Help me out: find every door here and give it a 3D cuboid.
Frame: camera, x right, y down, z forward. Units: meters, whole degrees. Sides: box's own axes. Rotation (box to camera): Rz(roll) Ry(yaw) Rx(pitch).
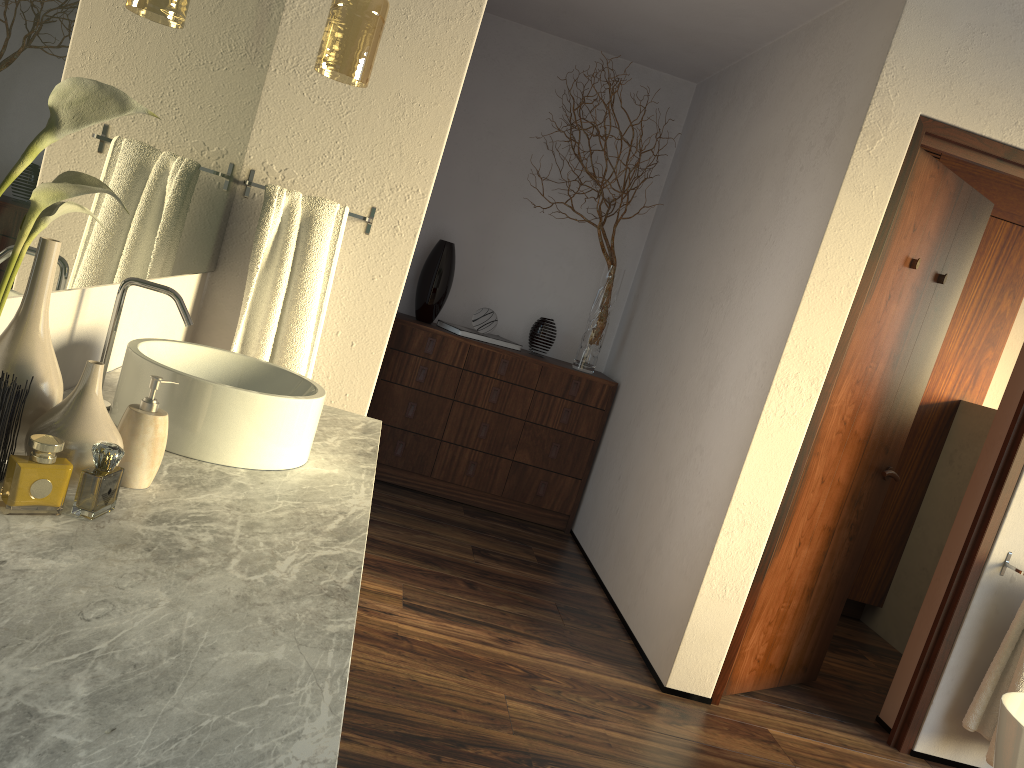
[{"bbox_3d":[1.248,0.186,3.039,0.726,1.951,0.466,16,7,-7],"label":"door"}]

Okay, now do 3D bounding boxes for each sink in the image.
[{"bbox_3d":[-0.529,0.032,1.611,0.350,0.131,0.364,13,8,-30],"label":"sink"}]

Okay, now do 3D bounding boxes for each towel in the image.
[{"bbox_3d":[-0.647,-0.222,2.489,0.260,0.637,0.159,19,7,11],"label":"towel"},{"bbox_3d":[1.689,0.927,2.866,0.256,0.638,0.157,14,8,-25],"label":"towel"}]

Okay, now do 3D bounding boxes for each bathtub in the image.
[{"bbox_3d":[1.516,1.208,1.621,0.760,0.486,1.628,16,7,-9],"label":"bathtub"}]

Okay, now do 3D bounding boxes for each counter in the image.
[{"bbox_3d":[-0.483,0.231,1.073,0.583,0.101,2.269,16,7,-9],"label":"counter"}]

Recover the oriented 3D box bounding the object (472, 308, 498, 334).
[{"bbox_3d":[-0.137,-0.320,4.475,0.130,0.131,0.132,16,7,-12],"label":"object"}]

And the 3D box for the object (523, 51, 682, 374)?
[{"bbox_3d":[0.308,-0.833,4.315,0.843,1.452,0.714,22,9,35],"label":"object"}]

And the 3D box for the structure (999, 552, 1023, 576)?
[{"bbox_3d":[1.823,0.654,2.863,0.450,0.088,0.103,16,7,-7],"label":"structure"}]

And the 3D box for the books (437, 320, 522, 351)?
[{"bbox_3d":[-0.115,-0.233,4.496,0.486,0.034,0.252,13,8,-32],"label":"books"}]

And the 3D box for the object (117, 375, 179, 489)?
[{"bbox_3d":[-0.518,0.064,1.244,0.069,0.158,0.072,14,8,-25],"label":"object"}]

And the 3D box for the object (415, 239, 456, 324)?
[{"bbox_3d":[-0.383,-0.511,4.427,0.171,0.418,0.169,18,7,5],"label":"object"}]

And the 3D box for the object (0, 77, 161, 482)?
[{"bbox_3d":[-0.589,-0.118,1.070,0.184,0.505,0.248,13,8,-30],"label":"object"}]

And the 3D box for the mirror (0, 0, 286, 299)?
[{"bbox_3d":[-0.456,-0.561,0.484,0.017,1.154,4.097,16,7,-9],"label":"mirror"}]

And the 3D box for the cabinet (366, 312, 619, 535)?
[{"bbox_3d":[-0.162,0.189,4.508,1.132,0.802,0.404,16,7,-7],"label":"cabinet"}]

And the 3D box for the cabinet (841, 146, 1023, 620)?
[{"bbox_3d":[1.514,-0.105,4.322,1.475,2.368,0.360,16,7,-7],"label":"cabinet"}]

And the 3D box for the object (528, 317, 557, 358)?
[{"bbox_3d":[0.154,-0.243,4.506,0.142,0.200,0.135,22,9,36],"label":"object"}]

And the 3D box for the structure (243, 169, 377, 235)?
[{"bbox_3d":[-0.575,-0.517,2.511,0.367,0.088,0.103,16,7,-7],"label":"structure"}]

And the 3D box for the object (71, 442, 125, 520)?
[{"bbox_3d":[-0.511,0.117,1.101,0.039,0.091,0.057,17,7,2],"label":"object"}]

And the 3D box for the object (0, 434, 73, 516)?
[{"bbox_3d":[-0.562,0.109,1.051,0.040,0.092,0.064,24,10,42],"label":"object"}]

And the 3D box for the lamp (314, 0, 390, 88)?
[{"bbox_3d":[-0.301,-1.178,2.165,0.142,0.869,0.135,22,9,34],"label":"lamp"}]

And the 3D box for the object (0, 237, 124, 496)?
[{"bbox_3d":[-0.598,-0.026,1.164,0.243,0.306,0.118,20,8,19],"label":"object"}]

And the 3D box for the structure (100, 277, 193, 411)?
[{"bbox_3d":[-0.665,-0.062,1.558,0.164,0.242,0.066,17,7,-3],"label":"structure"}]
